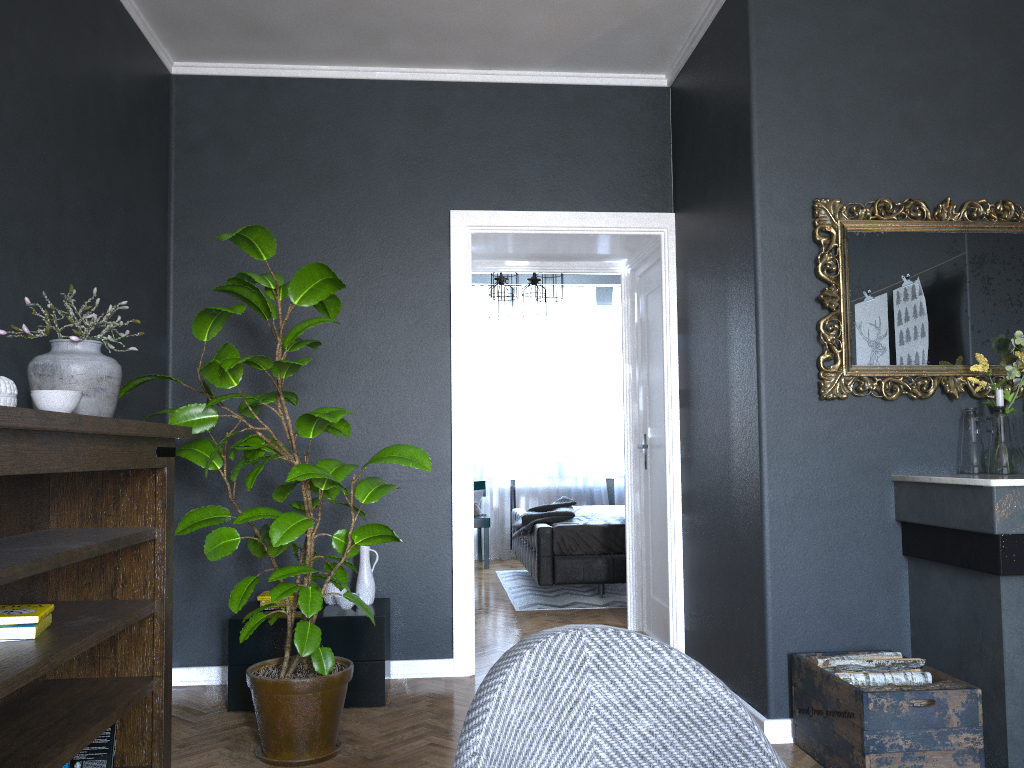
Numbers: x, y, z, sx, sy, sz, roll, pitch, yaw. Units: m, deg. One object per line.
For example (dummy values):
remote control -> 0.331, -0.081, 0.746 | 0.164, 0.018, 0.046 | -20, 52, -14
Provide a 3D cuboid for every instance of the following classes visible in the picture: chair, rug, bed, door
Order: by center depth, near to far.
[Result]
chair -> 0.168, 0.748, 1.080 | 0.645, 0.810, 0.495 | 1, -4, -27
door -> 0.842, 0.351, 4.948 | 0.162, 2.184, 0.857 | 0, -4, -5
rug -> 0.659, 1.618, 7.103 | 1.458, 0.013, 2.047 | 0, -4, -5
bed -> 1.161, 1.040, 7.217 | 2.375, 1.160, 2.268 | 0, -4, -5
chair -> -0.435, 1.340, 8.525 | 0.435, 0.798, 0.593 | 0, -4, -5

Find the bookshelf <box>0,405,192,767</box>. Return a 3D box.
bookshelf -> -1.204, 0.653, 1.959 | 0.451, 1.171, 1.920 | 0, -4, -5

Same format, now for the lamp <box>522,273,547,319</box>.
lamp -> 0.192, -0.957, 7.769 | 0.210, 0.746, 0.210 | -1, -4, 9

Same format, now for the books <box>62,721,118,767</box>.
books -> -1.305, 1.118, 2.750 | 0.179, 0.193, 0.123 | -1, -4, -2

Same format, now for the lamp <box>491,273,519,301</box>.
lamp -> -0.060, -1.032, 7.050 | 0.210, 0.713, 0.210 | -1, -4, 9

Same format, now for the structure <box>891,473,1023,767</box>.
structure -> 1.971, 0.801, 2.989 | 1.065, 0.980, 0.835 | 0, -4, -5

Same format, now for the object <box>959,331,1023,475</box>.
object -> 2.061, 0.052, 3.205 | 0.727, 0.546, 0.475 | 0, -4, -2

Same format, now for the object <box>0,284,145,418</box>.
object -> -1.253, -0.094, 2.537 | 0.385, 0.412, 0.275 | 1, -4, -27

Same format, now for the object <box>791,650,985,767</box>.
object -> 1.238, 1.126, 2.985 | 0.383, 0.326, 0.553 | 0, -4, -5

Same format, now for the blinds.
blinds -> 0.072, 0.373, 9.045 | 3.992, 2.786, 0.312 | 0, -4, -5

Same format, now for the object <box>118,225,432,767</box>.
object -> -0.889, 0.394, 3.276 | 1.118, 1.897, 0.764 | 0, -4, -11

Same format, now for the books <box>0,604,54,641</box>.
books -> -1.268, 0.644, 2.314 | 0.174, 0.113, 0.197 | 1, -4, -16

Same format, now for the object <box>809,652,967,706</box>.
object -> 1.242, 1.050, 2.990 | 0.370, 0.246, 0.533 | 0, -4, -5

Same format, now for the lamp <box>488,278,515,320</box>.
lamp -> -0.090, -0.951, 7.433 | 0.210, 0.803, 0.210 | -1, -4, 9

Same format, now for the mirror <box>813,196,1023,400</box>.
mirror -> 1.677, -0.328, 3.404 | 1.056, 0.783, 0.067 | 0, -4, -5

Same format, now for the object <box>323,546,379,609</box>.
object -> -0.758, 0.870, 4.017 | 0.228, 0.267, 0.229 | -3, -4, 29

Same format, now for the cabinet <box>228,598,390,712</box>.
cabinet -> -0.881, 1.196, 3.953 | 0.650, 0.390, 0.456 | 0, -4, -5

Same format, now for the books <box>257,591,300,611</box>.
books -> -1.028, 0.972, 3.987 | 0.214, 0.066, 0.162 | 0, -4, -9

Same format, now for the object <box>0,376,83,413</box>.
object -> -1.202, 0.033, 2.195 | 0.255, 0.103, 0.118 | 3, -5, -40

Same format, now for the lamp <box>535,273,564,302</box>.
lamp -> 0.282, -1.023, 6.787 | 0.210, 0.769, 0.210 | -1, -4, 9
